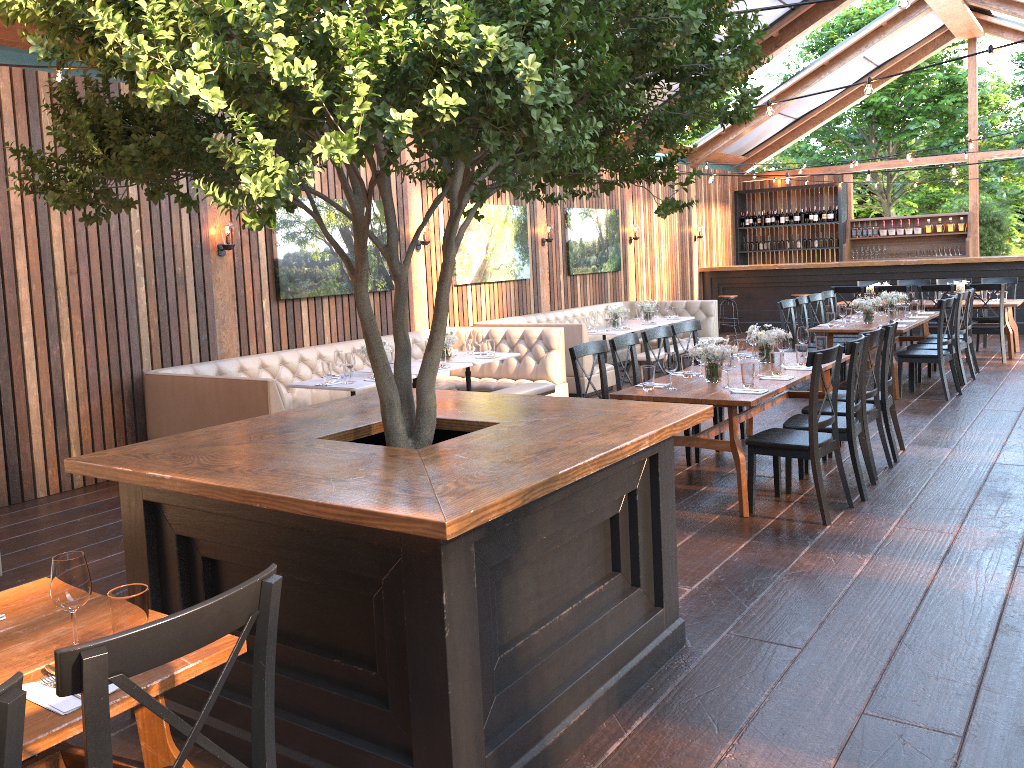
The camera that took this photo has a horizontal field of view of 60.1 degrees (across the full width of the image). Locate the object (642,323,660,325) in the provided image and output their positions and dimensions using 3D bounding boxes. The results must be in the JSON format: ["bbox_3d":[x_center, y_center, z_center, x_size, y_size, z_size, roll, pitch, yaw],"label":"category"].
[{"bbox_3d":[1.842,-0.810,11.827,0.255,0.019,0.158,3,10,35],"label":"object"}]

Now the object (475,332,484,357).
[{"bbox_3d":[-0.323,-0.401,8.910,0.092,0.243,0.093,1,6,37],"label":"object"}]

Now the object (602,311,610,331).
[{"bbox_3d":[1.187,-0.794,11.151,0.092,0.243,0.093,-3,5,-7],"label":"object"}]

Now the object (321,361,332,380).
[{"bbox_3d":[-1.595,-0.114,7.634,0.092,0.157,0.092,-1,6,21],"label":"object"}]

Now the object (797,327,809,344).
[{"bbox_3d":[2.354,-0.338,7.154,0.092,0.243,0.093,1,6,37],"label":"object"}]

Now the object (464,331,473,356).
[{"bbox_3d":[-0.443,-0.418,9.069,0.092,0.243,0.093,-3,5,-7],"label":"object"}]

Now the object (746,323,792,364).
[{"bbox_3d":[1.992,-0.318,6.903,0.336,0.308,0.330,-5,7,-18],"label":"object"}]

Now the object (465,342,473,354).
[{"bbox_3d":[-0.445,-0.391,9.181,0.092,0.157,0.092,-5,6,-19],"label":"object"}]

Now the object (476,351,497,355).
[{"bbox_3d":[-0.283,-0.322,9.137,0.157,0.019,0.256,3,10,34],"label":"object"}]

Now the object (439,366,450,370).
[{"bbox_3d":[-0.704,-0.155,8.107,0.255,0.019,0.158,3,10,35],"label":"object"}]

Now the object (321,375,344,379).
[{"bbox_3d":[-1.543,-0.070,7.798,0.255,0.019,0.158,3,10,35],"label":"object"}]

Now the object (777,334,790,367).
[{"bbox_3d":[2.040,-0.252,6.655,0.092,0.243,0.093,1,6,37],"label":"object"}]

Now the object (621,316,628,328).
[{"bbox_3d":[1.445,-0.792,11.350,0.092,0.157,0.092,-1,6,21],"label":"object"}]

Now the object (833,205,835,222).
[{"bbox_3d":[6.538,-3.454,17.948,0.087,0.333,0.088,-2,5,15],"label":"object"}]

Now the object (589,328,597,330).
[{"bbox_3d":[1.003,-0.725,11.518,0.255,0.019,0.158,3,10,35],"label":"object"}]

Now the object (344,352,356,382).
[{"bbox_3d":[-1.358,-0.139,7.431,0.092,0.243,0.093,-3,5,-7],"label":"object"}]

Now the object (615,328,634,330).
[{"bbox_3d":[1.400,-0.698,11.197,0.255,0.019,0.158,3,10,35],"label":"object"}]

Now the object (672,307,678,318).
[{"bbox_3d":[2.334,-1.019,12.637,0.092,0.157,0.092,-1,6,21],"label":"object"}]

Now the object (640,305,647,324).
[{"bbox_3d":[1.776,-0.940,11.974,0.092,0.243,0.092,-4,5,-13],"label":"object"}]

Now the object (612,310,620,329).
[{"bbox_3d":[1.334,-0.829,11.343,0.092,0.243,0.093,-3,5,-7],"label":"object"}]

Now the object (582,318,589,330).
[{"bbox_3d":[0.950,-0.769,11.354,0.092,0.157,0.092,-1,6,21],"label":"object"}]

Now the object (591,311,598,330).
[{"bbox_3d":[1.057,-0.817,11.355,0.092,0.243,0.093,-3,5,-7],"label":"object"}]

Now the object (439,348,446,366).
[{"bbox_3d":[-0.658,-0.249,8.261,0.092,0.157,0.092,-1,6,21],"label":"object"}]

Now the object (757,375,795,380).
[{"bbox_3d":[1.806,-0.049,6.105,0.255,0.019,0.158,3,10,35],"label":"object"}]

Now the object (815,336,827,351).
[{"bbox_3d":[2.504,-0.304,7.162,0.092,0.157,0.092,-5,6,-19],"label":"object"}]

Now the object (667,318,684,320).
[{"bbox_3d":[2.288,-0.925,12.484,0.255,0.019,0.158,3,10,35],"label":"object"}]

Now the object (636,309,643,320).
[{"bbox_3d":[1.824,-0.993,12.628,0.092,0.157,0.092,-1,6,21],"label":"object"}]

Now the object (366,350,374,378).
[{"bbox_3d":[-1.211,-0.174,7.623,0.092,0.243,0.093,-3,5,-7],"label":"object"}]

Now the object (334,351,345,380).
[{"bbox_3d":[-1.488,-0.162,7.634,0.092,0.243,0.093,-3,5,-7],"label":"object"}]

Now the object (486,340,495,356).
[{"bbox_3d":[-0.212,-0.364,8.917,0.092,0.157,0.092,-1,6,21],"label":"object"}]

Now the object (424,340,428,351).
[{"bbox_3d":[-0.769,-0.285,8.254,0.092,0.243,0.093,-3,5,-7],"label":"object"}]

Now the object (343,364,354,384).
[{"bbox_3d":[-1.352,-0.082,7.326,0.092,0.157,0.092,-1,6,21],"label":"object"}]

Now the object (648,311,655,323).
[{"bbox_3d":[1.887,-0.904,11.981,0.092,0.157,0.092,-1,6,21],"label":"object"}]

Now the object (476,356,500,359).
[{"bbox_3d":[-0.258,-0.270,8.764,0.255,0.019,0.158,3,10,35],"label":"object"}]

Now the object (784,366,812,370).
[{"bbox_3d":[2.104,-0.122,6.519,0.255,0.019,0.158,3,10,35],"label":"object"}]

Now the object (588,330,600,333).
[{"bbox_3d":[1.038,-0.667,11.101,0.157,0.019,0.256,3,10,34],"label":"object"}]

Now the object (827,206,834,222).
[{"bbox_3d":[6.432,-3.426,17.854,0.136,0.314,0.137,2,7,41],"label":"object"}]

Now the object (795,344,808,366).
[{"bbox_3d":[2.186,-0.219,6.675,0.092,0.157,0.092,-6,6,-29],"label":"object"}]

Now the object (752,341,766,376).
[{"bbox_3d":[1.746,-0.180,6.251,0.092,0.243,0.093,0,6,32],"label":"object"}]

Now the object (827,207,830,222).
[{"bbox_3d":[6.446,-3.445,17.994,0.077,0.307,0.078,-2,5,13],"label":"object"}]

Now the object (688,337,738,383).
[{"bbox_3d":[1.378,-0.167,6.058,0.336,0.308,0.331,1,7,30],"label":"object"}]

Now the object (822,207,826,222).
[{"bbox_3d":[6.313,-3.424,17.887,0.078,0.310,0.078,0,5,30],"label":"object"}]

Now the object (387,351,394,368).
[{"bbox_3d":[-1.144,-0.230,8.292,0.092,0.157,0.092,-1,6,21],"label":"object"}]

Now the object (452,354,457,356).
[{"bbox_3d":[-0.669,-0.294,9.072,0.255,0.019,0.158,3,10,35],"label":"object"}]

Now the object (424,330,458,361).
[{"bbox_3d":[-0.658,-0.378,8.639,0.330,0.308,0.337,-8,8,-39],"label":"object"}]

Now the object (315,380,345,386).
[{"bbox_3d":[-1.507,-0.012,7.381,0.157,0.019,0.256,3,10,34],"label":"object"}]

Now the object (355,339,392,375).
[{"bbox_3d":[-1.198,-0.240,7.850,0.330,0.308,0.337,-9,9,-43],"label":"object"}]

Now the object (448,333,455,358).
[{"bbox_3d":[-0.614,-0.386,8.909,0.092,0.243,0.093,-3,5,-7],"label":"object"}]

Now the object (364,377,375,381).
[{"bbox_3d":[-1.146,-0.043,7.477,0.255,0.019,0.158,3,10,35],"label":"object"}]

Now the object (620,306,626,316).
[{"bbox_3d":[1.508,-0.933,12.012,0.092,0.243,0.092,-4,5,-13],"label":"object"}]

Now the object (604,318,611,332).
[{"bbox_3d":[1.194,-0.736,11.046,0.092,0.157,0.092,-1,6,21],"label":"object"}]

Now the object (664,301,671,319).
[{"bbox_3d":[2.222,-1.056,12.630,0.092,0.243,0.092,-4,5,-13],"label":"object"}]

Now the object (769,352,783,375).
[{"bbox_3d":[1.872,-0.144,6.262,0.092,0.157,0.092,2,7,41],"label":"object"}]
